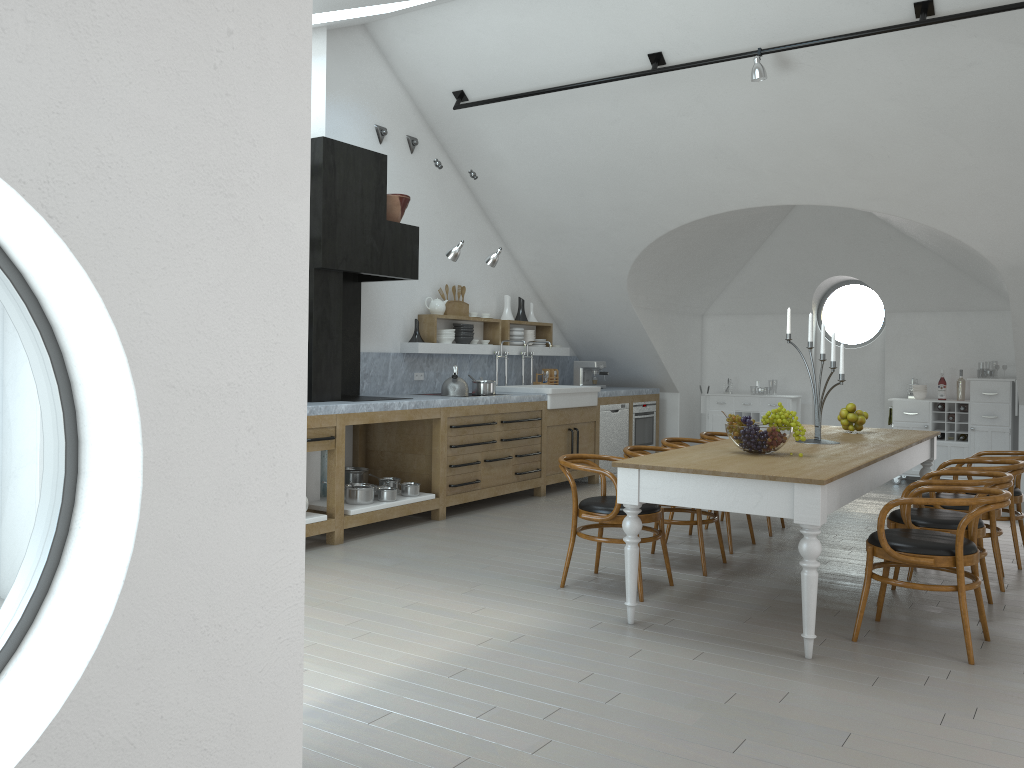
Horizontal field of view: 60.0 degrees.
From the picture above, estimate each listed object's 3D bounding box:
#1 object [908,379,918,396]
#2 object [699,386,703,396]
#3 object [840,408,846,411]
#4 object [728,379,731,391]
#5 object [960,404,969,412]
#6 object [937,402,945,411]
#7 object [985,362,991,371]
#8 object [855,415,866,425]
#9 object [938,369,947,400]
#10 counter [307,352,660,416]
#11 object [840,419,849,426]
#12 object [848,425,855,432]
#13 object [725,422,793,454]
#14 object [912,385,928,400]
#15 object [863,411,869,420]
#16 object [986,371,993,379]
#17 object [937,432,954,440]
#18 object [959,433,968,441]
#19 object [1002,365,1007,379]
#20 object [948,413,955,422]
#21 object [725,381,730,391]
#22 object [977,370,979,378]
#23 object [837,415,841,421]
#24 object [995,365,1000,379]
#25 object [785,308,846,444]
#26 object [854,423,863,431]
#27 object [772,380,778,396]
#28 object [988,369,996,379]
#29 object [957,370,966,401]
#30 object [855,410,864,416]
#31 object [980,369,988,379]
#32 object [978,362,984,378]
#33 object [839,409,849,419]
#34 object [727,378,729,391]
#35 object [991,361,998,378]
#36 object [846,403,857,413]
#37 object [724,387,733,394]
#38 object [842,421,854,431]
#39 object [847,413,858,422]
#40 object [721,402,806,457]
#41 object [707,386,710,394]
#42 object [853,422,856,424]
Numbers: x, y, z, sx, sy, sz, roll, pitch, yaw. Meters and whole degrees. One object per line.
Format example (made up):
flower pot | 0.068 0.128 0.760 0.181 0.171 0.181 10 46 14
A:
object | 4.445 0.036 9.817 0.115 0.209 0.065 1 0 36
object | 2.298 0.152 10.674 0.088 0.269 0.029 1 0 7
object | 2.399 0.200 6.388 0.062 0.059 0.062 1 1 34
object | 2.637 0.020 10.732 0.024 0.164 0.039 1 0 -44
object | 4.756 0.253 9.323 0.087 0.085 0.360 1 2 33
object | 4.587 0.243 9.444 0.093 0.094 0.359 1 2 34
object | 5.009 -0.146 9.333 0.054 0.179 0.054 1 0 28
object | 2.459 0.257 6.253 0.071 0.072 0.070 1 1 -2
object | 4.600 0.009 9.477 0.081 0.329 0.081 1 0 29
counter | -0.371 -0.156 8.187 0.962 0.619 6.575 2 2 33
object | 2.359 0.272 6.284 0.060 0.056 0.059 1 1 28
object | 2.405 0.312 6.277 0.050 0.050 0.051 1 1 37
object | 1.341 0.301 4.818 0.360 0.159 0.360 1 1 14
object | 4.404 0.088 9.575 0.158 0.160 0.154 0 1 -28
object | 2.509 0.227 6.317 0.063 0.063 0.062 1 1 -4
object | 4.951 -0.096 9.215 0.077 0.085 0.077 1 1 41
object | 4.609 0.549 9.431 0.156 0.085 0.331 2 2 34
object | 4.751 0.557 9.329 0.081 0.081 0.358 1 2 31
object | 5.090 -0.124 9.157 0.046 0.143 0.046 1 0 45
object | 4.673 0.356 9.394 0.085 0.085 0.331 1 2 33
object | 2.629 0.033 10.758 0.097 0.137 0.029 1 0 37
object | 4.937 -0.103 9.306 0.094 0.093 0.093 0 1 -24
object | 2.370 0.244 6.367 0.062 0.059 0.062 1 1 38
object | 5.017 -0.125 9.166 0.046 0.143 0.046 1 0 45
object | 1.923 -0.072 5.605 0.265 0.875 0.775 1 1 7
object | 2.467 0.305 6.309 0.063 0.063 0.064 2 1 45
object | 3.058 0.043 10.317 0.063 0.187 0.063 1 0 19
object | 5.018 -0.104 9.264 0.071 0.098 0.071 1 1 42
object | 4.748 0.013 9.372 0.085 0.331 0.085 1 0 -8
object | 2.462 0.211 6.286 0.053 0.057 0.058 0 1 -42
object | 4.882 -0.106 9.164 0.082 0.105 0.082 1 1 -18
object | 4.893 -0.140 9.245 0.048 0.169 0.048 1 0 -24
object | 2.364 0.217 6.308 0.066 0.071 0.072 1 1 3
object | 2.618 0.017 10.762 0.039 0.175 0.054 1 0 33
object | 5.071 -0.148 9.315 0.063 0.187 0.063 1 0 20
object | 2.414 0.170 6.308 0.072 0.074 0.072 1 1 33
object | 2.623 0.053 10.752 0.101 0.138 0.067 1 0 33
object | 2.403 0.296 6.344 0.080 0.074 0.078 1 1 -12
object | 2.398 0.236 6.244 0.071 0.064 0.072 1 1 27
object | 1.355 0.238 4.792 0.394 0.284 0.292 1 1 -3
object | 2.344 0.153 10.644 0.029 0.269 0.088 1 0 -30
object | 2.471 0.248 6.360 0.076 0.076 0.077 1 1 0
